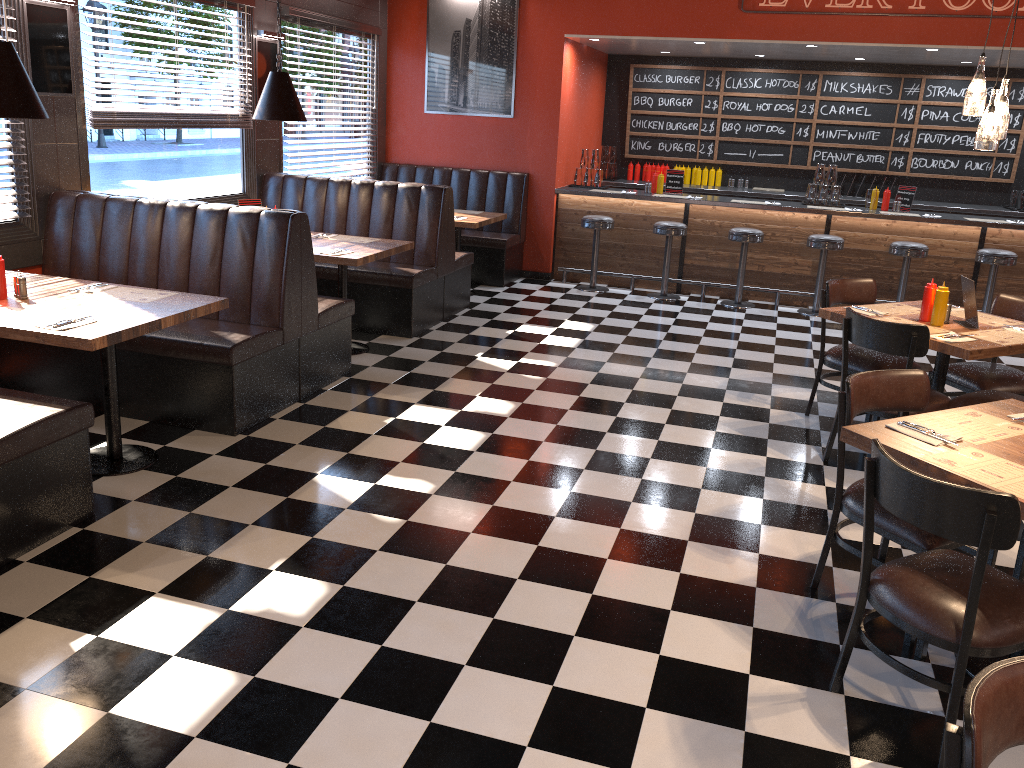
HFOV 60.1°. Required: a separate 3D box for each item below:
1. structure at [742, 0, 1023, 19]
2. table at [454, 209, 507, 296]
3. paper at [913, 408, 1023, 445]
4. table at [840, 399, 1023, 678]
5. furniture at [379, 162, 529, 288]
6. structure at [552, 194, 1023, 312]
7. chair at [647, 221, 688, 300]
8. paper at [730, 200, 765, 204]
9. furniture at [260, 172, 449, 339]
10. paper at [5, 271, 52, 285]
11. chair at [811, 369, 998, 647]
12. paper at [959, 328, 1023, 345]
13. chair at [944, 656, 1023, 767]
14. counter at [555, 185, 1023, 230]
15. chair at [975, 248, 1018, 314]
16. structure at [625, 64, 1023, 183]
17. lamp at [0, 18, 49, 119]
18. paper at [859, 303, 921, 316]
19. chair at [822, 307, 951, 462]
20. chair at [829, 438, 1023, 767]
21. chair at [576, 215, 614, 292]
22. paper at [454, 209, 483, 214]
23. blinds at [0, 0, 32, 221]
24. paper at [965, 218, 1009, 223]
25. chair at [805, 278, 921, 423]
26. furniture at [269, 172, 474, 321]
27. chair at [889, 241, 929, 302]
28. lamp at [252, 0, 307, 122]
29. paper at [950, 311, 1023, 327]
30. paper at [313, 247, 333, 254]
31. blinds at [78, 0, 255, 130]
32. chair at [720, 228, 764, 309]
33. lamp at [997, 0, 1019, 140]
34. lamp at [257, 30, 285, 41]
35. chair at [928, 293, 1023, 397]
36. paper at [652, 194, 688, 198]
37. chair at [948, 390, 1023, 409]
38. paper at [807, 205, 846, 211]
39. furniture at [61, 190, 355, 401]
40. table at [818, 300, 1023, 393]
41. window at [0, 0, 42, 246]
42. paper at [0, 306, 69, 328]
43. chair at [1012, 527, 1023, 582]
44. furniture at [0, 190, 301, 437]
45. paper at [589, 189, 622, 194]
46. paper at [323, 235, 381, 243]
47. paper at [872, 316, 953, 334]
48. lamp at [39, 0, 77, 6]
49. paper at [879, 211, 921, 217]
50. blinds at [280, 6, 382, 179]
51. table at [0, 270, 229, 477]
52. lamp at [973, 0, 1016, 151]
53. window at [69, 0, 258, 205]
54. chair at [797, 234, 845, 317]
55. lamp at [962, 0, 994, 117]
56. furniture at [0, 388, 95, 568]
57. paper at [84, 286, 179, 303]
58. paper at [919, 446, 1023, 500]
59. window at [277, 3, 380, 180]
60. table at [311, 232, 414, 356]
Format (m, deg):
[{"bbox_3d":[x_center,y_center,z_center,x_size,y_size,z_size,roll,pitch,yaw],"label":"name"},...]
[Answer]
[{"bbox_3d":[3.591,-3.591,8.087,2.879,0.434,0.123,8,16,16],"label":"structure"},{"bbox_3d":[-1.017,-1.341,8.855,1.694,0.765,0.966,8,17,16],"label":"table"},{"bbox_3d":[1.647,0.149,3.163,0.366,0.001,0.263,-7,20,-29],"label":"paper"},{"bbox_3d":[1.771,0.609,2.990,0.958,0.765,0.969,-6,18,-28],"label":"table"},{"bbox_3d":[-0.763,-1.755,9.605,1.712,1.141,0.713,8,16,16],"label":"furniture"},{"bbox_3d":[3.801,-1.088,8.736,7.050,1.028,0.218,8,16,16],"label":"structure"},{"bbox_3d":[1.593,-1.275,9.096,0.349,0.766,0.352,-3,17,-23],"label":"chair"},{"bbox_3d":[2.455,-1.881,9.156,0.366,0.001,0.263,8,18,17],"label":"paper"},{"bbox_3d":[-1.467,-1.109,7.378,1.712,1.141,0.713,8,16,16],"label":"furniture"},{"bbox_3d":[-2.706,-0.569,4.735,0.366,0.001,0.263,9,18,17],"label":"paper"},{"bbox_3d":[1.501,0.428,3.376,0.487,0.858,0.549,-6,18,-30],"label":"chair"},{"bbox_3d":[2.557,-0.247,4.612,0.366,0.001,0.263,-6,19,-27],"label":"paper"},{"bbox_3d":[0.982,0.982,1.480,0.487,0.858,0.550,-4,17,-24],"label":"chair"},{"bbox_3d":[3.920,-1.692,8.885,7.050,0.049,0.682,8,18,16],"label":"counter"},{"bbox_3d":[4.464,-0.869,8.279,0.349,0.766,0.352,-5,17,-28],"label":"chair"},{"bbox_3d":[3.643,-3.162,10.664,4.549,1.134,0.202,8,16,16],"label":"structure"},{"bbox_3d":[-2.307,-2.215,3.850,0.382,2.021,0.386,2,15,-2],"label":"lamp"},{"bbox_3d":[2.239,-0.438,5.178,0.366,0.001,0.263,-6,19,-27],"label":"paper"},{"bbox_3d":[2.017,0.045,4.715,0.546,0.858,0.491,-7,18,-33],"label":"chair"},{"bbox_3d":[1.335,0.626,2.702,0.545,0.858,0.491,-5,17,-28],"label":"chair"},{"bbox_3d":[0.876,-1.376,9.301,0.349,0.766,0.352,-5,17,-28],"label":"chair"},{"bbox_3d":[-0.489,-1.741,8.946,0.365,0.001,0.264,7,17,11],"label":"paper"},{"bbox_3d":[-3.140,-1.501,4.314,0.101,1.535,1.888,7,17,15],"label":"blinds"},{"bbox_3d":[4.572,-1.574,8.529,0.366,0.001,0.264,7,17,12],"label":"paper"},{"bbox_3d":[2.176,-0.187,5.499,0.487,0.858,0.549,-7,18,-33],"label":"chair"},{"bbox_3d":[-1.260,-1.299,8.034,1.712,1.141,0.713,8,16,16],"label":"furniture"},{"bbox_3d":[3.746,-0.970,8.483,0.349,0.766,0.352,-5,17,-28],"label":"chair"},{"bbox_3d":[-1.605,-2.858,6.071,0.382,2.021,0.386,-4,16,-24],"label":"lamp"},{"bbox_3d":[2.684,-0.377,5.059,0.261,0.001,0.369,-5,19,-25],"label":"paper"},{"bbox_3d":[-1.465,-0.939,6.159,0.366,0.001,0.263,9,18,18],"label":"paper"},{"bbox_3d":[-2.429,-2.385,6.454,0.099,1.027,1.888,7,17,15],"label":"blinds"},{"bbox_3d":[2.311,-1.173,8.892,0.349,0.766,0.352,-3,17,-23],"label":"chair"},{"bbox_3d":[2.613,-2.238,4.454,0.108,1.944,0.109,4,15,3],"label":"lamp"},{"bbox_3d":[-2.043,-2.948,7.496,0.081,0.055,0.337,8,18,15],"label":"lamp"},{"bbox_3d":[2.834,-0.062,5.209,0.544,0.858,0.492,-2,16,-16],"label":"chair"},{"bbox_3d":[1.678,-1.984,9.354,0.366,0.001,0.263,8,18,17],"label":"paper"},{"bbox_3d":[2.599,0.123,4.563,0.487,0.858,0.549,-7,18,-32],"label":"chair"},{"bbox_3d":[3.171,-1.775,8.939,0.366,0.001,0.263,8,18,17],"label":"paper"},{"bbox_3d":[-1.961,-0.656,5.816,1.712,1.141,0.713,8,16,16],"label":"furniture"},{"bbox_3d":[2.391,0.026,5.001,0.961,0.765,0.966,-6,18,-28],"label":"table"},{"bbox_3d":[-3.220,-1.448,4.337,0.128,1.695,2.047,7,17,15],"label":"window"},{"bbox_3d":[-2.216,-0.301,3.948,0.366,0.001,0.263,8,18,16],"label":"paper"},{"bbox_3d":[2.216,0.531,3.167,0.545,0.858,0.491,-4,17,-25],"label":"chair"},{"bbox_3d":[-2.168,-0.466,5.160,1.712,1.141,0.713,8,16,16],"label":"furniture"},{"bbox_3d":[1.028,-2.071,9.525,0.366,0.001,0.263,8,18,17],"label":"paper"},{"bbox_3d":[-1.213,-1.103,6.739,0.366,0.001,0.263,9,18,18],"label":"paper"},{"bbox_3d":[2.119,-0.316,4.759,0.261,0.001,0.369,-6,19,-28],"label":"paper"},{"bbox_3d":[-2.746,-2.303,5.271,0.081,0.055,0.337,8,18,15],"label":"lamp"},{"bbox_3d":[3.827,-1.681,8.745,0.366,0.001,0.263,8,18,17],"label":"paper"},{"bbox_3d":[-1.742,-2.744,8.749,0.099,1.616,1.888,7,17,15],"label":"blinds"},{"bbox_3d":[-2.419,-0.056,4.422,1.694,0.765,0.966,8,17,16],"label":"table"},{"bbox_3d":[2.522,-2.161,4.384,0.108,1.944,0.109,-4,17,-26],"label":"lamp"},{"bbox_3d":[-2.519,-2.091,6.555,0.128,1.695,2.047,7,17,15],"label":"window"},{"bbox_3d":[3.029,-1.072,8.688,0.349,0.766,0.351,-7,18,-32],"label":"chair"},{"bbox_3d":[2.523,-2.377,4.510,0.108,1.944,0.109,5,15,8],"label":"lamp"},{"bbox_3d":[-2.663,-0.013,3.598,1.712,1.141,0.713,8,16,16],"label":"furniture"},{"bbox_3d":[-1.929,-0.456,4.503,0.366,0.001,0.264,7,18,13],"label":"paper"},{"bbox_3d":[1.501,0.273,2.733,0.261,0.001,0.369,-7,20,-29],"label":"paper"},{"bbox_3d":[-1.817,-2.734,8.773,0.128,1.695,2.047,7,17,15],"label":"window"},{"bbox_3d":[-1.714,-0.702,6.651,1.694,0.765,0.966,8,17,16],"label":"table"}]
